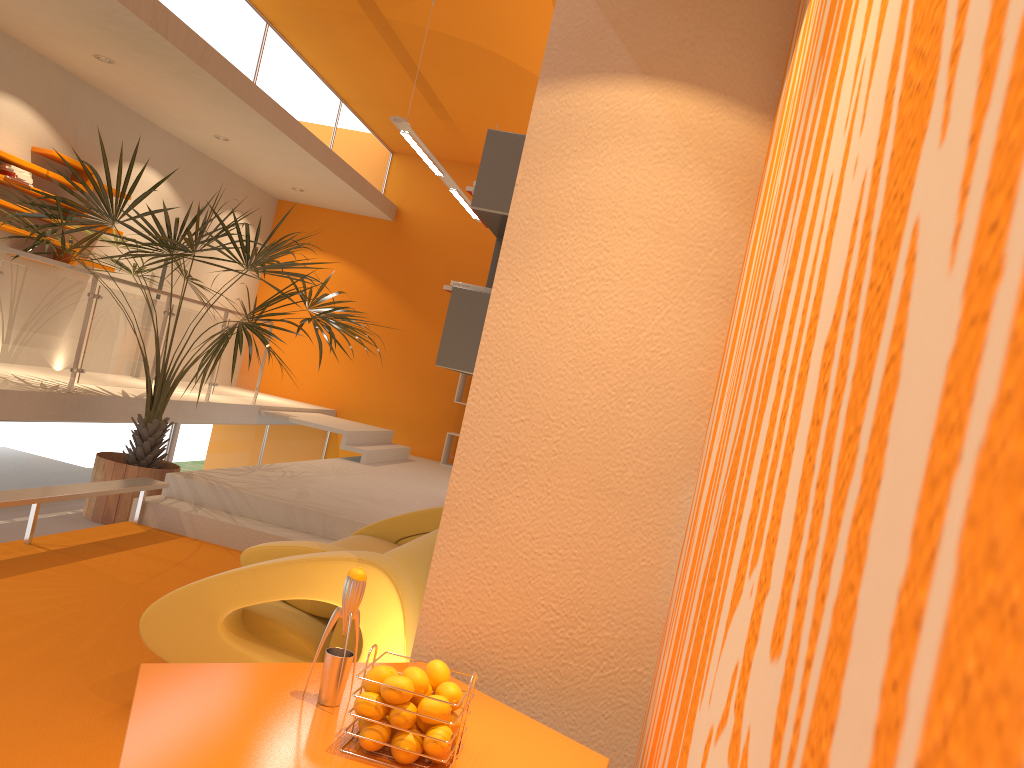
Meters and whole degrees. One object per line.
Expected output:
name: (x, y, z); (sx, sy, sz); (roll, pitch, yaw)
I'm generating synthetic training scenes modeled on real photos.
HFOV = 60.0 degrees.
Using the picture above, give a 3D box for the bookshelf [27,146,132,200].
bookshelf: (-3.878, -1.848, 8.028); (0.220, 0.220, 1.150); (12, -1, 10)

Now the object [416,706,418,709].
object: (-0.207, 0.643, 1.756); (0.052, 0.053, 0.062); (13, -1, -8)

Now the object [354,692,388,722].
object: (-0.260, 0.596, 1.636); (0.063, 0.051, 0.053); (12, -1, 13)

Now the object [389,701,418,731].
object: (-0.200, 0.611, 1.634); (0.052, 0.053, 0.062); (12, -1, 16)

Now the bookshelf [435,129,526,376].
bookshelf: (0.117, -0.368, 3.842); (0.252, 0.790, 2.000); (12, -1, 10)

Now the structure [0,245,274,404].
structure: (-3.592, -0.520, 4.024); (0.195, 0.900, 11.050); (12, -1, 10)

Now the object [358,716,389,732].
object: (-0.263, 0.651, 1.689); (0.061, 0.053, 0.053); (13, -1, -3)

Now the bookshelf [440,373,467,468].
bookshelf: (0.290, 1.562, 10.075); (1.107, 4.600, 3.516); (13, -1, -33)

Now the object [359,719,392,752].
object: (-0.251, 0.646, 1.633); (0.060, 0.057, 0.052); (13, -1, -44)

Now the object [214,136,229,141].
object: (-2.949, -2.517, 9.020); (0.143, 0.059, 0.143); (13, -1, -19)

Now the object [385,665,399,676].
object: (-0.245, 0.573, 1.718); (0.053, 0.051, 0.063); (12, -1, 0)

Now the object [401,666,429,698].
object: (-0.184, 0.565, 1.684); (0.051, 0.053, 0.063); (13, -1, -44)

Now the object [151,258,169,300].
object: (-3.854, -0.704, 9.480); (0.116, 1.317, 0.111); (12, -1, 16)

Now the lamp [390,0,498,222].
lamp: (-0.488, -2.354, 8.140); (0.120, 1.052, 3.195); (12, -1, 10)

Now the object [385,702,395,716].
object: (-0.227, 0.602, 1.683); (0.064, 0.053, 0.051); (13, -1, -43)

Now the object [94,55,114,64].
object: (-3.261, -2.616, 7.097); (0.143, 0.059, 0.143); (13, -1, -7)

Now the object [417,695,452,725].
object: (-0.143, 0.601, 1.636); (0.061, 0.052, 0.053); (13, -1, -32)

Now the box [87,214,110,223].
box: (-3.875, -1.525, 8.151); (0.232, 0.047, 0.232); (12, -1, 10)

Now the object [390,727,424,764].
object: (-0.193, 0.665, 1.634); (0.064, 0.063, 0.074); (13, -1, -25)

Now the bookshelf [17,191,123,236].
bookshelf: (-3.954, -1.500, 8.022); (0.220, 0.220, 1.150); (12, -1, 10)

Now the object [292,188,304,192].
object: (-2.638, -2.417, 10.941); (0.143, 0.059, 0.143); (13, -1, -19)

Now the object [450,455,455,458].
object: (-0.339, 0.839, 7.156); (0.391, 0.450, 0.420); (12, -1, 40)

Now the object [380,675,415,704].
object: (-0.211, 0.562, 1.630); (0.063, 0.051, 0.053); (12, -1, 2)

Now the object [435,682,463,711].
object: (-0.120, 0.595, 1.690); (0.051, 0.053, 0.063); (13, -1, -32)

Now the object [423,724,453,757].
object: (-0.135, 0.650, 1.616); (0.052, 0.054, 0.061); (12, -1, 22)

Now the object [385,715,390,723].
object: (-0.260, 0.651, 1.749); (0.053, 0.053, 0.061); (12, -1, 0)

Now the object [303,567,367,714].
object: (-0.342, 0.519, 1.819); (0.101, 0.288, 0.088); (13, -1, -20)

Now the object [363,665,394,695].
object: (-0.250, 0.558, 1.665); (0.057, 0.060, 0.052); (12, -1, 33)

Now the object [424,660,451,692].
object: (-0.147, 0.576, 1.750); (0.059, 0.060, 0.050); (12, -1, 44)

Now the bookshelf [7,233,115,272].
bookshelf: (-4.032, -1.151, 8.017); (0.220, 0.220, 1.150); (12, -1, 10)

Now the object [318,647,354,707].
object: (-0.367, 0.606, 1.831); (0.060, 0.106, 0.060); (12, -1, 42)

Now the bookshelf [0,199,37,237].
bookshelf: (-4.182, -1.385, 6.855); (0.220, 0.220, 1.150); (12, -1, 10)

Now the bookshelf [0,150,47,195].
bookshelf: (-4.105, -1.734, 6.860); (0.220, 0.220, 1.150); (12, -1, 10)

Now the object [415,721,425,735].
object: (-0.181, 0.672, 1.727); (0.050, 0.055, 0.061); (12, -1, 0)
